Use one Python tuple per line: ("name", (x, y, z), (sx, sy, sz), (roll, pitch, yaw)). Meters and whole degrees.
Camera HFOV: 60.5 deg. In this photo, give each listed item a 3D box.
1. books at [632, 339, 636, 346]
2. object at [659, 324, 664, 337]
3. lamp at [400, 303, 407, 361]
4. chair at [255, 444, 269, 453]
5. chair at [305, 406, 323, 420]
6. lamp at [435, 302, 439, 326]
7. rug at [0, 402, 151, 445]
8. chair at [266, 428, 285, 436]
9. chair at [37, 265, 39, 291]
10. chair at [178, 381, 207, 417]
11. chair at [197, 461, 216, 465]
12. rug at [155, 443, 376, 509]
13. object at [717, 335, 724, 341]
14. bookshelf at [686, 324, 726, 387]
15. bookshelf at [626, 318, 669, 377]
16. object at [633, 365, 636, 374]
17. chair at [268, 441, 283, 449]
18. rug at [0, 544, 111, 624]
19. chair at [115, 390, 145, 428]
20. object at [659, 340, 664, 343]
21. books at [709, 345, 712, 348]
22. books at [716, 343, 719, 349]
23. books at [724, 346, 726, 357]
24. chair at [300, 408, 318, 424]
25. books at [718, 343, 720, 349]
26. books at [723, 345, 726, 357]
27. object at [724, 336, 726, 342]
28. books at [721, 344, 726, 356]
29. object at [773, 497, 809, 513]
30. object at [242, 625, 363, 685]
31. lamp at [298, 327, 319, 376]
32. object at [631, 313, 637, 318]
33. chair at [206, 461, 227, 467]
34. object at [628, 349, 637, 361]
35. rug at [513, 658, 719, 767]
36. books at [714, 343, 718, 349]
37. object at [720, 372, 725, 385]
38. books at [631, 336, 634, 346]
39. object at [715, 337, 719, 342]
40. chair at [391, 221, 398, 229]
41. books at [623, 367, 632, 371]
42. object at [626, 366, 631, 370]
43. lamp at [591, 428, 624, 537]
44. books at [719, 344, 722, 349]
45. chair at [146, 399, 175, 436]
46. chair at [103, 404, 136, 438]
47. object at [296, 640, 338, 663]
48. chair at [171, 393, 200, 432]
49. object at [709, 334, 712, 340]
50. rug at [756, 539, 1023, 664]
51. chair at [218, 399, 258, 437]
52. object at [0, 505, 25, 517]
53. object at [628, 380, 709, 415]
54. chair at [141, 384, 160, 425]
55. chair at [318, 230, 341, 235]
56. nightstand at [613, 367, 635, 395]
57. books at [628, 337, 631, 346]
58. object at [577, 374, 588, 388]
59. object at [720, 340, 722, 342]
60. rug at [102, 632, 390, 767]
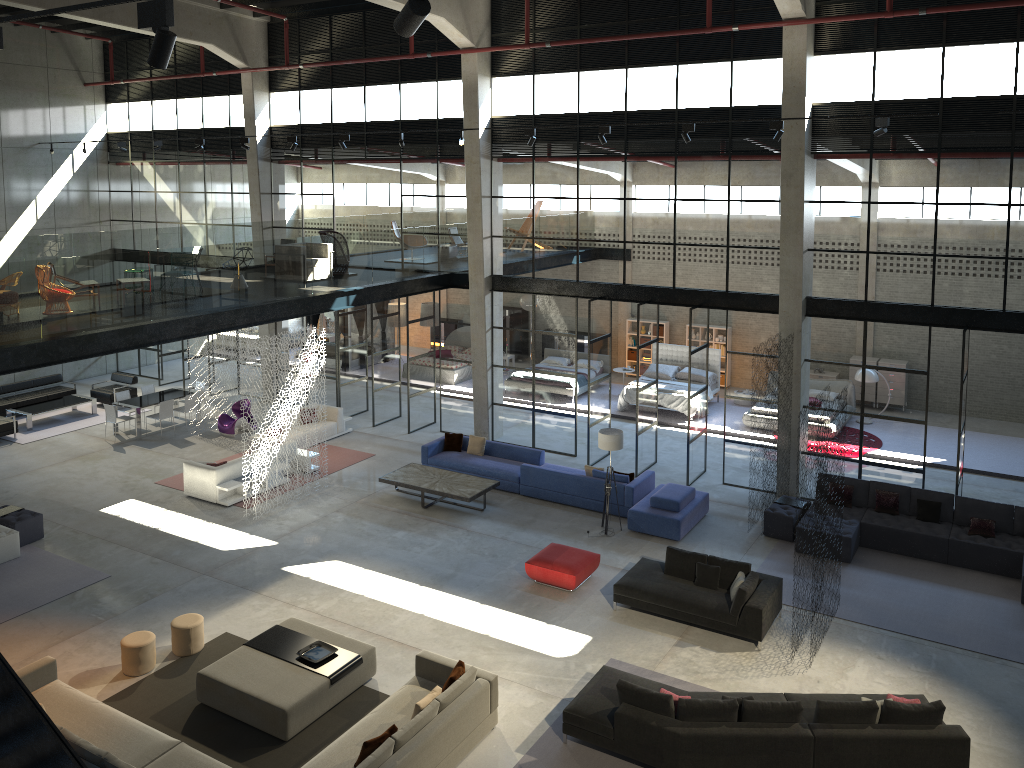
("books", (3.680, -1.246, 26.440), (0.075, 0.201, 0.161), (4, 9, 31))
("object", (4.384, -1.585, 25.960), (0.325, 0.293, 0.329), (6, 12, 31))
("lamp", (-3.583, -1.603, 27.923), (0.803, 1.895, 0.692), (-2, 7, -17))
("chair", (-5.056, 1.401, 17.571), (0.270, 0.313, 0.400), (3, 11, 18))
("chair", (-4.622, 0.693, 20.516), (0.382, 0.332, 0.257), (-5, 10, -25))
("lamp", (-2.545, -1.627, 28.015), (0.803, 1.895, 0.692), (-2, 7, -17))
("rug", (-11.269, 0.883, 21.996), (2.423, 0.025, 3.447), (8, 16, 30))
("chair", (-5.219, 1.049, 19.348), (0.415, 0.106, 0.415), (-3, 13, -12))
("chair", (-7.416, -1.544, 14.257), (0.569, 0.784, 0.601), (-1, 8, -3))
("chair", (-8.024, 0.429, 22.050), (0.422, 0.857, 0.553), (4, 9, 31))
("chair", (-5.817, 1.587, 16.869), (0.390, 0.267, 0.325), (1, 10, 6))
("rug", (-5.043, 1.761, 18.305), (2.661, 0.020, 3.689), (8, 16, 30))
("object", (5.959, -1.317, 25.083), (0.174, 0.167, 0.178), (0, 10, -1))
("bookshelf", (5.659, -0.806, 25.274), (1.246, 1.732, 0.334), (5, 7, 31))
("bookshelf", (4.044, -1.033, 26.238), (1.246, 1.732, 0.334), (5, 7, 31))
("object", (3.705, -0.443, 26.461), (0.139, 0.232, 0.141), (-3, 8, -22))
("chair", (-4.869, 1.343, 17.810), (0.270, 0.317, 0.402), (6, 12, 32))
("rug", (-8.191, 3.146, 12.548), (2.661, 0.020, 3.689), (8, 16, 30))
("chair", (-9.224, 0.640, 21.176), (0.548, 0.858, 0.425), (5, 8, 31))
("object", (4.411, -1.245, 26.004), (0.261, 0.131, 0.059), (7, 10, 31))
("books", (5.686, -0.982, 25.165), (0.089, 0.272, 0.189), (4, 9, 31))
("books", (5.903, -0.992, 25.090), (0.059, 0.329, 0.256), (3, 9, 31))
("books", (6.088, -0.935, 24.971), (0.022, 0.270, 0.256), (3, 10, 31))
("chair", (-4.707, 0.738, 20.331), (0.412, 0.330, 0.260), (-5, 10, -26))
("books", (5.946, -0.991, 25.085), (0.065, 0.329, 0.256), (3, 9, 31))
("books", (6.072, -0.947, 24.990), (0.027, 0.284, 0.256), (3, 9, 31))
("object", (6.101, -1.280, 24.998), (0.143, 0.135, 0.143), (-9, 13, -41))
("books", (6.029, -0.972, 25.014), (0.036, 0.327, 0.256), (3, 9, 31))
("object", (4.820, 2.087, 15.174), (0.522, 0.098, 0.305), (10, 16, 35))
("object", (-2.540, 3.241, 10.589), (1.481, 0.085, 0.544), (8, 16, 31))
("lamp", (-4.368, -0.757, 18.811), (0.442, 1.084, 0.444), (5, 9, 39))
("object", (3.677, -2.058, 26.519), (0.234, 0.149, 0.054), (6, 9, 29))
("chair", (-5.596, 1.616, 16.710), (0.403, 0.330, 0.287), (-3, 9, -14))
("object", (3.701, -0.880, 26.448), (0.325, 0.293, 0.329), (6, 12, 31))
("rug", (2.123, 3.972, 9.051), (3.648, 0.020, 2.691), (8, 16, 30))
("books", (5.863, -0.997, 25.114), (0.069, 0.330, 0.256), (3, 9, 31))
("object", (6.005, -0.156, 25.120), (0.325, 0.293, 0.329), (6, 12, 31))
("books", (3.635, -1.288, 26.447), (0.048, 0.283, 0.187), (3, 9, 31))
("object", (5.848, -1.267, 24.993), (0.116, 0.111, 0.117), (6, 12, 33))
("chair", (-2.698, -3.863, 23.534), (0.981, 1.012, 0.802), (-6, 10, -30))
("books", (3.148, -0.412, 23.928), (0.229, 0.042, 0.307), (1, 13, 5))
("object", (3.183, -0.443, 23.915), (0.168, 0.089, 0.172), (-2, 12, -7))
("lamp", (1.627, 1.689, 14.912), (0.431, 1.718, 0.677), (3, 7, 28))
("books", (5.965, -0.987, 25.052), (0.056, 0.336, 0.256), (3, 9, 31))
("chair", (-8.244, 0.781, 20.586), (0.548, 0.858, 0.425), (5, 8, 31))
("chair", (-9.082, 0.848, 20.308), (0.422, 0.857, 0.553), (4, 9, 31))
("object", (-2.321, 3.201, 10.459), (0.388, 0.035, 0.392), (9, 16, 34))
("chair", (-7.882, 0.637, 21.182), (0.548, 0.858, 0.425), (5, 8, 31))
("object", (5.638, -1.376, 25.172), (0.166, 0.247, 0.168), (-2, 8, -14))
("rug", (5.574, 3.017, 13.012), (3.648, 0.020, 2.691), (8, 16, 30))
("chair", (-6.502, 0.790, 20.789), (0.659, 0.737, 0.809), (5, 11, 31))
("object", (-8.551, 2.192, 14.807), (0.301, 0.098, 0.527), (6, 15, 25))
("object", (3.856, 0.334, 22.313), (2.295, 0.648, 0.661), (9, 13, 34))
("chair", (-8.862, 0.497, 21.772), (0.548, 0.858, 0.425), (5, 8, 31))
("chair", (-4.062, -3.001, 20.034), (0.687, 0.972, 0.843), (0, 9, 1))
("nightstand", (3.049, -0.042, 23.934), (0.601, 0.689, 0.613), (0, 9, 3))
("books", (3.556, -1.289, 26.502), (0.019, 0.257, 0.177), (3, 9, 31))
("object", (1.021, -0.163, 24.047), (2.122, 0.243, 0.730), (8, 15, 31))
("object", (5.943, -1.228, 24.938), (0.065, 0.063, 0.067), (-2, 10, -11))
("rug", (-2.961, 3.823, 9.698), (3.648, 0.020, 2.691), (8, 16, 30))
